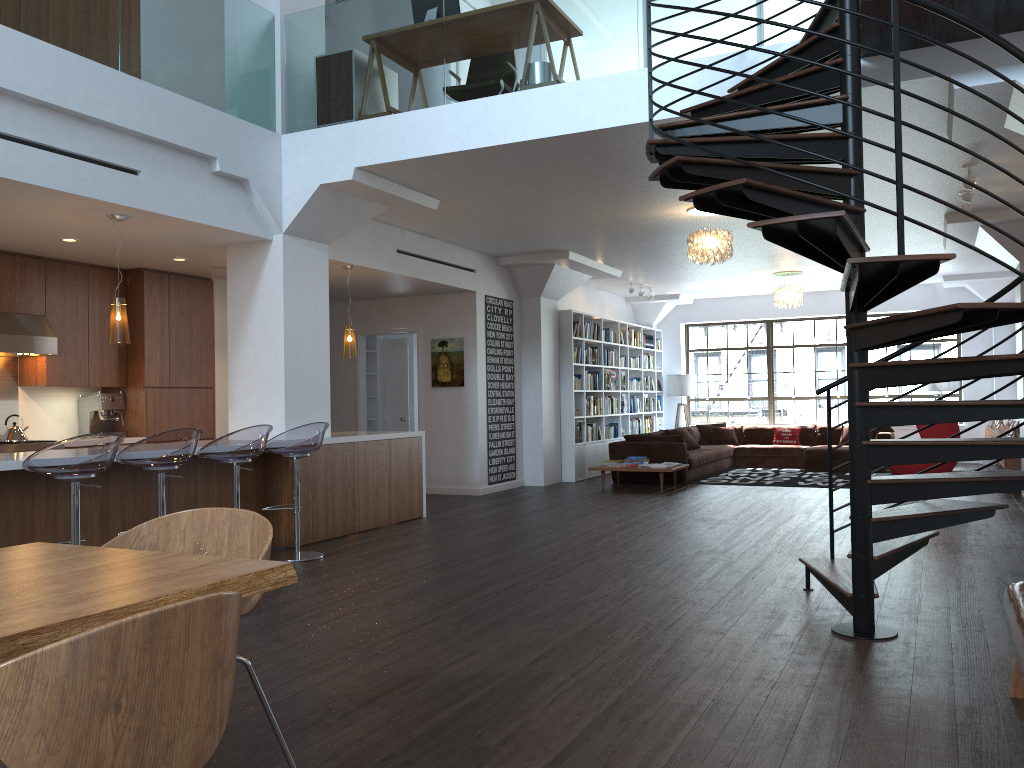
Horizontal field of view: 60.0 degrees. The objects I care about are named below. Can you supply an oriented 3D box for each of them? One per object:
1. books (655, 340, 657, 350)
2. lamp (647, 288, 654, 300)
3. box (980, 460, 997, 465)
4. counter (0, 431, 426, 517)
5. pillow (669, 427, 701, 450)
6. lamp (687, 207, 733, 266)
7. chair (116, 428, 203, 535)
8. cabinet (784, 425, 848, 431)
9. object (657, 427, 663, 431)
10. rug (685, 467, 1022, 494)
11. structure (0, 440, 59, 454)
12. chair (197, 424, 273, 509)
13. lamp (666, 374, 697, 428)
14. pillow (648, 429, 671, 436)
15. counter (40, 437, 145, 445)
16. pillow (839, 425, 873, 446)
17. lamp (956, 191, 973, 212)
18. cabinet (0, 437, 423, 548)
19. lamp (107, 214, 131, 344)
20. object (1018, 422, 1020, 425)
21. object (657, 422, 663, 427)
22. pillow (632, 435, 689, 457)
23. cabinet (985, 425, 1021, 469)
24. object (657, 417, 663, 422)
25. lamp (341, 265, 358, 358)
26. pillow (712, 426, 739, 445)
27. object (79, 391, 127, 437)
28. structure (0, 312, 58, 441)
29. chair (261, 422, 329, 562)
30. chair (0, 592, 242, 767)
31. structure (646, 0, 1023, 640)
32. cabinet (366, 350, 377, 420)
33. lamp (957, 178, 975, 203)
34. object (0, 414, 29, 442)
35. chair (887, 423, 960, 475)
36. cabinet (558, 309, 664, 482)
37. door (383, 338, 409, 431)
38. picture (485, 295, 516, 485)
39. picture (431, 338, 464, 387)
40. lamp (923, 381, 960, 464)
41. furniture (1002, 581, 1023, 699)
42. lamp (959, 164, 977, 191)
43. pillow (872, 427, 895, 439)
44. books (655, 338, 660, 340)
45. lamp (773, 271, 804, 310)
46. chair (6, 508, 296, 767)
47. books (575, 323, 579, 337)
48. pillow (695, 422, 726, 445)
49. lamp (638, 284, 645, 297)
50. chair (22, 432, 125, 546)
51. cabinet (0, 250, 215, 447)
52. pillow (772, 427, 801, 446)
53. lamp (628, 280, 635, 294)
[{"bbox_3d":[2.588,-0.708,16.275,0.128,0.178,0.022,-2,-1,26],"label":"books"},{"bbox_3d":[2.312,-1.502,14.768,0.120,0.211,0.111,-1,-1,0],"label":"lamp"},{"bbox_3d":[7.657,1.207,14.251,0.228,0.165,0.368,-2,-1,26],"label":"box"},{"bbox_3d":[-2.148,0.853,5.163,3.039,0.860,8.182,-1,-1,-4],"label":"counter"},{"bbox_3d":[2.659,0.871,13.829,0.325,0.391,0.625,-2,-1,42],"label":"pillow"},{"bbox_3d":[1.934,-1.442,8.675,0.442,0.539,0.441,-1,-1,-22],"label":"lamp"},{"bbox_3d":[-2.186,0.781,5.526,0.481,1.014,0.530,-1,-1,24],"label":"chair"},{"bbox_3d":[5.239,1.041,15.427,1.520,0.625,0.350,-2,-1,26],"label":"cabinet"},{"bbox_3d":[2.576,0.838,16.289,0.331,0.088,0.410,-2,-1,26],"label":"object"},{"bbox_3d":[4.793,1.298,12.298,4.200,0.007,3.100,-2,-1,27],"label":"rug"},{"bbox_3d":[-4.321,0.954,7.488,0.662,0.919,0.811,-2,-1,26],"label":"structure"},{"bbox_3d":[-1.895,0.787,6.093,0.481,1.014,0.530,-1,-1,24],"label":"chair"},{"bbox_3d":[3.140,0.618,16.367,0.545,1.579,0.545,-1,-1,15],"label":"lamp"},{"bbox_3d":[2.137,0.832,12.496,0.269,0.411,0.559,-1,-1,-18],"label":"pillow"},{"bbox_3d":[-4.747,0.522,6.687,0.600,0.050,4.387,-2,-1,26],"label":"counter"},{"bbox_3d":[5.496,0.812,14.180,0.248,0.362,0.542,0,-2,-43],"label":"pillow"},{"bbox_3d":[4.156,-1.662,8.120,0.120,0.211,0.111,0,-1,-30],"label":"lamp"},{"bbox_3d":[-2.268,0.914,7.023,0.898,0.796,4.493,-2,-1,26],"label":"cabinet"},{"bbox_3d":[-1.563,-1.199,6.833,2.842,1.807,0.149,0,-1,-25],"label":"lamp"},{"bbox_3d":[7.187,0.585,12.615,0.089,0.110,0.089,-1,-1,-19],"label":"object"},{"bbox_3d":[2.575,0.750,16.291,0.331,0.088,0.410,-2,-1,26],"label":"object"},{"bbox_3d":[2.057,0.870,12.239,0.750,0.364,0.289,-1,-1,25],"label":"pillow"},{"bbox_3d":[6.785,0.810,12.030,0.459,0.350,4.501,-2,-1,26],"label":"cabinet"},{"bbox_3d":[2.567,0.662,16.296,0.316,0.088,0.410,-2,-1,26],"label":"object"},{"bbox_3d":[-1.598,-0.708,8.708,0.149,0.900,0.149,-1,-1,-19],"label":"lamp"},{"bbox_3d":[3.601,0.881,15.066,0.489,0.337,0.238,-1,-1,-5],"label":"pillow"},{"bbox_3d":[-3.907,0.299,8.558,0.439,0.455,0.284,-2,-1,26],"label":"object"},{"bbox_3d":[-4.399,-0.048,7.536,0.529,1.110,0.811,-2,-1,26],"label":"structure"},{"bbox_3d":[-1.622,0.793,6.662,0.481,1.014,0.530,-2,-1,28],"label":"chair"},{"bbox_3d":[-0.786,0.772,1.532,0.617,0.830,0.629,-2,-1,26],"label":"chair"},{"bbox_3d":[1.668,-0.975,4.337,1.998,4.352,1.998,-1,-1,-14],"label":"structure"},{"bbox_3d":[-1.721,-0.067,13.114,0.527,2.991,2.630,-2,-1,26],"label":"cabinet"},{"bbox_3d":[3.937,-1.667,7.664,0.120,0.211,0.111,-1,-1,-15],"label":"lamp"},{"bbox_3d":[-4.364,0.383,7.780,0.222,0.235,0.222,-1,-1,1],"label":"object"},{"bbox_3d":[4.682,0.759,10.114,0.798,1.006,0.801,0,-1,-39],"label":"chair"},{"bbox_3d":[1.625,0.191,14.515,0.461,2.414,4.500,-2,-1,26],"label":"cabinet"},{"bbox_3d":[-1.791,0.390,12.420,0.826,2.032,0.174,-2,-1,26],"label":"door"},{"bbox_3d":[-0.136,0.076,11.430,0.021,2.380,0.800,-2,-1,26],"label":"picture"},{"bbox_3d":[-0.802,-0.265,11.033,0.450,0.600,0.030,-2,-1,26],"label":"picture"},{"bbox_3d":[6.982,0.514,14.407,0.545,1.579,0.545,-2,-1,37],"label":"lamp"},{"bbox_3d":[1.919,0.934,2.431,0.907,0.453,1.819,-2,-1,26],"label":"furniture"},{"bbox_3d":[3.712,-1.672,7.197,0.120,0.211,0.111,-1,-1,0],"label":"lamp"},{"bbox_3d":[5.751,0.726,14.241,0.651,0.587,0.335,-1,-1,5],"label":"pillow"},{"bbox_3d":[2.678,-0.733,16.464,0.140,0.231,0.042,-2,-1,26],"label":"books"},{"bbox_3d":[4.125,-1.391,13.237,0.442,0.539,0.441,-1,-1,-22],"label":"lamp"},{"bbox_3d":[-0.981,0.795,2.466,0.629,0.833,0.618,-1,-1,21],"label":"chair"},{"bbox_3d":[0.864,-0.768,12.698,0.161,0.218,0.101,-2,-1,26],"label":"books"},{"bbox_3d":[3.470,0.868,15.236,0.580,0.418,0.334,-1,-1,-1],"label":"pillow"},{"bbox_3d":[2.087,-1.507,14.301,0.120,0.211,0.111,-1,-1,-15],"label":"lamp"},{"bbox_3d":[-2.435,0.774,4.944,0.481,1.014,0.530,-2,-1,28],"label":"chair"},{"bbox_3d":[-4.557,0.111,7.108,0.598,2.499,5.299,-2,-1,26],"label":"cabinet"},{"bbox_3d":[4.573,0.874,14.756,0.465,0.308,0.220,-1,-1,22],"label":"pillow"},{"bbox_3d":[1.867,-1.512,13.845,0.120,0.211,0.111,0,-1,-30],"label":"lamp"}]
